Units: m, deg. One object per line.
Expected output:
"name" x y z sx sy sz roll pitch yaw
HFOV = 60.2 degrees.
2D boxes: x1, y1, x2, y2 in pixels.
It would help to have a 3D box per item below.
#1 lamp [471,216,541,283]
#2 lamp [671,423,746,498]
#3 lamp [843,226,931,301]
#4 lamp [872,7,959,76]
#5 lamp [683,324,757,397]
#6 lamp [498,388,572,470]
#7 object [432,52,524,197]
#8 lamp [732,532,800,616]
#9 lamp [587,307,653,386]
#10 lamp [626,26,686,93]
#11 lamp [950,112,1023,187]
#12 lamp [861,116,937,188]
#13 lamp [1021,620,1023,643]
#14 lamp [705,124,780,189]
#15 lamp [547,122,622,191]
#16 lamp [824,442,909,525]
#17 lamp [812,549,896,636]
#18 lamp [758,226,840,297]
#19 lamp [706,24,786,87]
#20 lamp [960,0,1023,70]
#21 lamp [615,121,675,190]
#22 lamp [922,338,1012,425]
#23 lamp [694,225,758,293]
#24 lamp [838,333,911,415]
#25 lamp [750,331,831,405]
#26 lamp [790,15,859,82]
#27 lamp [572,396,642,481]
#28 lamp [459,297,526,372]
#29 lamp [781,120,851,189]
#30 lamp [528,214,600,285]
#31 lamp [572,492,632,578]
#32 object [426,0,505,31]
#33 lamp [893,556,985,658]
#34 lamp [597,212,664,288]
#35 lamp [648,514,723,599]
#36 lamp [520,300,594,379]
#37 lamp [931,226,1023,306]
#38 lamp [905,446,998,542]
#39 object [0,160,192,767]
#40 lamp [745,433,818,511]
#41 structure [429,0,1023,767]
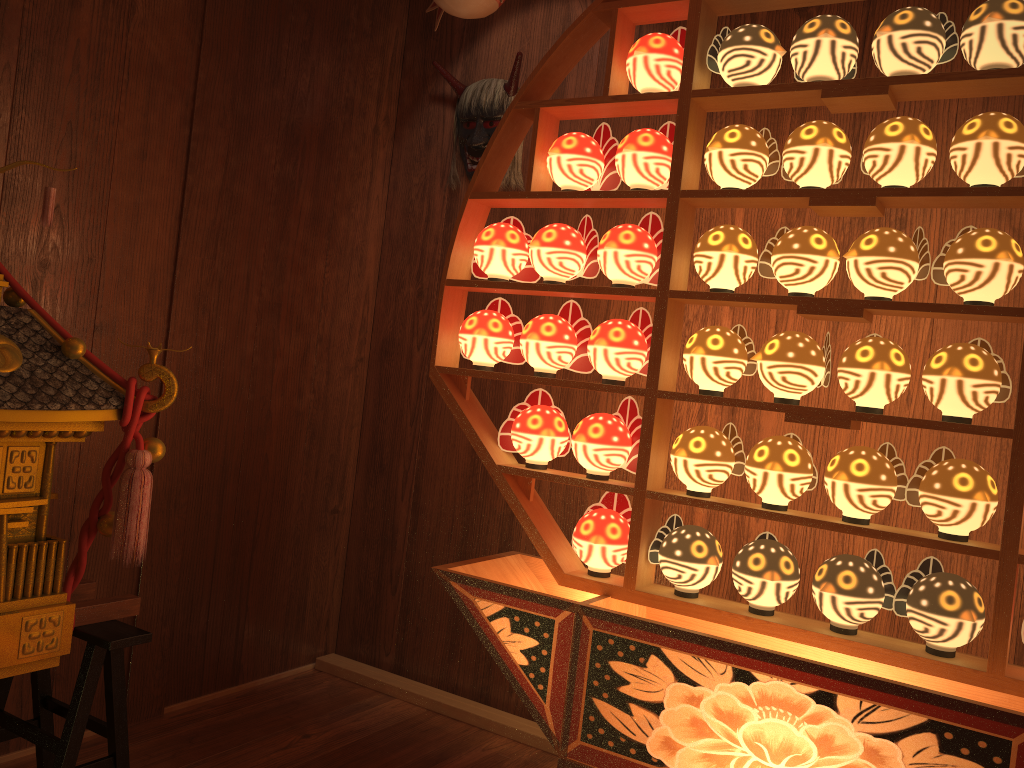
"lamp" -0.027 -0.343 2.211 0.187 0.187 0.159 7 0 11
"lamp" 0.409 0.161 1.929 0.161 0.167 0.135 6 0 -29
"lamp" 0.736 -0.244 1.778 0.158 0.167 0.138 6 0 -4
"lamp" 0.787 -0.682 1.772 0.160 0.167 0.136 6 0 -19
"lamp" 0.436 -0.058 1.925 0.162 0.167 0.134 6 0 -39
"lamp" 0.070 0.108 2.130 0.188 0.194 0.155 6 0 -9
"object" -0.105 -0.833 2.911 0.353 0.453 0.142 7 0 30
"lamp" 0.528 0.399 1.841 0.137 0.161 0.159 7 0 11
"lamp" 0.239 -0.093 2.040 0.162 0.192 0.176 6 0 -44
"lamp" 0.328 -0.752 2.033 0.162 0.200 0.193 6 0 -44
"lamp" 0.905 -0.449 1.680 0.135 0.173 0.162 7 0 36
"lamp" 0.773 -0.462 1.759 0.137 0.167 0.159 7 0 12
"lamp" 0.991 0.435 1.576 0.162 0.197 0.188 6 0 -44
"lamp" 0.484 -0.496 1.930 0.161 0.167 0.135 6 0 -29
"lamp" 0.148 -0.552 2.127 0.162 0.200 0.194 6 0 -34
"lamp" 0.689 0.194 1.765 0.161 0.167 0.135 6 0 -29
"lamp" 0.665 0.412 1.765 0.161 0.167 0.135 6 0 -29
"lamp" 0.617 -0.255 1.841 0.143 0.161 0.152 6 0 -29
"lamp" 0.527 -0.713 1.931 0.144 0.167 0.151 6 0 -44
"lamp" 0.927 -0.669 1.684 0.162 0.173 0.135 6 0 -44
"lamp" 0.303 -0.531 2.033 0.162 0.195 0.183 6 0 -44
"lamp" 0.852 -0.012 1.682 0.162 0.173 0.135 6 0 -44
"lamp" 0.464 -0.276 1.920 0.137 0.167 0.159 7 0 12
"lamp" 0.720 -0.024 1.759 0.137 0.167 0.160 7 0 17
"lamp" 0.575 -0.038 1.852 0.156 0.161 0.140 6 0 6
"lamp" 0.650 -0.695 1.844 0.136 0.161 0.160 7 0 21
"lamp" 0.202 0.120 2.045 0.162 0.200 0.194 6 0 -34
"lamp" -0.065 -0.130 2.217 0.186 0.195 0.160 7 0 16
"lamp" 0.634 -0.475 1.840 0.137 0.161 0.159 7 0 11
"lamp" 0.104 -0.330 2.137 0.162 0.191 0.175 6 0 -29
"lamp" 0.208 0.343 2.031 0.190 0.197 0.160 7 0 21
"object" -0.101 -0.990 2.006 0.246 0.311 0.353 6 0 -33
"lamp" 0.825 0.428 1.673 0.140 0.173 0.156 6 0 -4
"lamp" 0.262 -0.316 2.042 0.162 0.200 0.193 6 0 -44
"lamp" 0.394 0.380 1.925 0.143 0.167 0.152 6 0 -29
"lamp" 0.084 -0.115 2.130 0.193 0.200 0.162 7 0 41
"lamp" 0.897 -0.228 1.675 0.139 0.173 0.157 6 0 1
"lamp" 0.848 0.210 1.671 0.140 0.173 0.156 6 0 -4
"object" -1.110 0.182 1.694 0.589 1.514 0.833 6 0 31
"lamp" 0.553 0.181 1.840 0.135 0.161 0.162 7 0 31
"structure" 0.639 0.038 1.804 1.902 2.195 0.505 7 0 30
